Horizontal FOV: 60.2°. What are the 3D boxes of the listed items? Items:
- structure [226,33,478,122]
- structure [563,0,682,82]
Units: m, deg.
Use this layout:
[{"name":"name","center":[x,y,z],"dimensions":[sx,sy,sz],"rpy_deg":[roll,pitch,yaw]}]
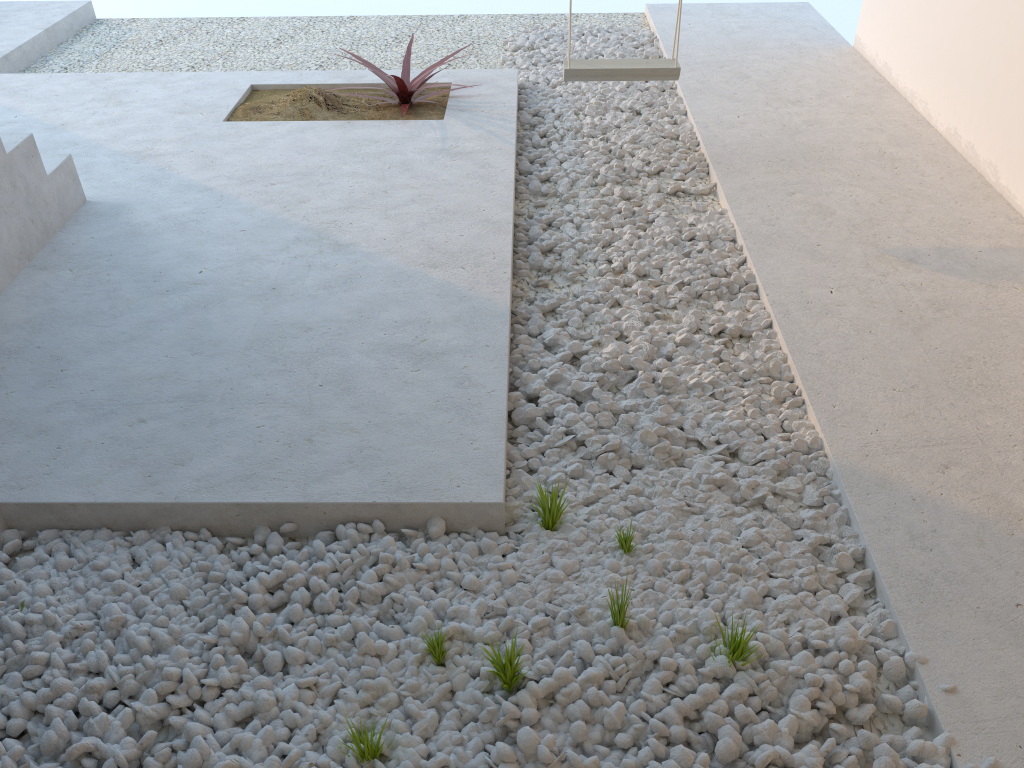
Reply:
[{"name":"structure","center":[-0.748,-1.424,4.223],"dimensions":[1.203,0.306,0.712],"rpy_deg":[0,37,1]},{"name":"structure","center":[0.428,-2.006,2.992],"dimensions":[0.462,1.955,0.123],"rpy_deg":[0,38,1]}]
